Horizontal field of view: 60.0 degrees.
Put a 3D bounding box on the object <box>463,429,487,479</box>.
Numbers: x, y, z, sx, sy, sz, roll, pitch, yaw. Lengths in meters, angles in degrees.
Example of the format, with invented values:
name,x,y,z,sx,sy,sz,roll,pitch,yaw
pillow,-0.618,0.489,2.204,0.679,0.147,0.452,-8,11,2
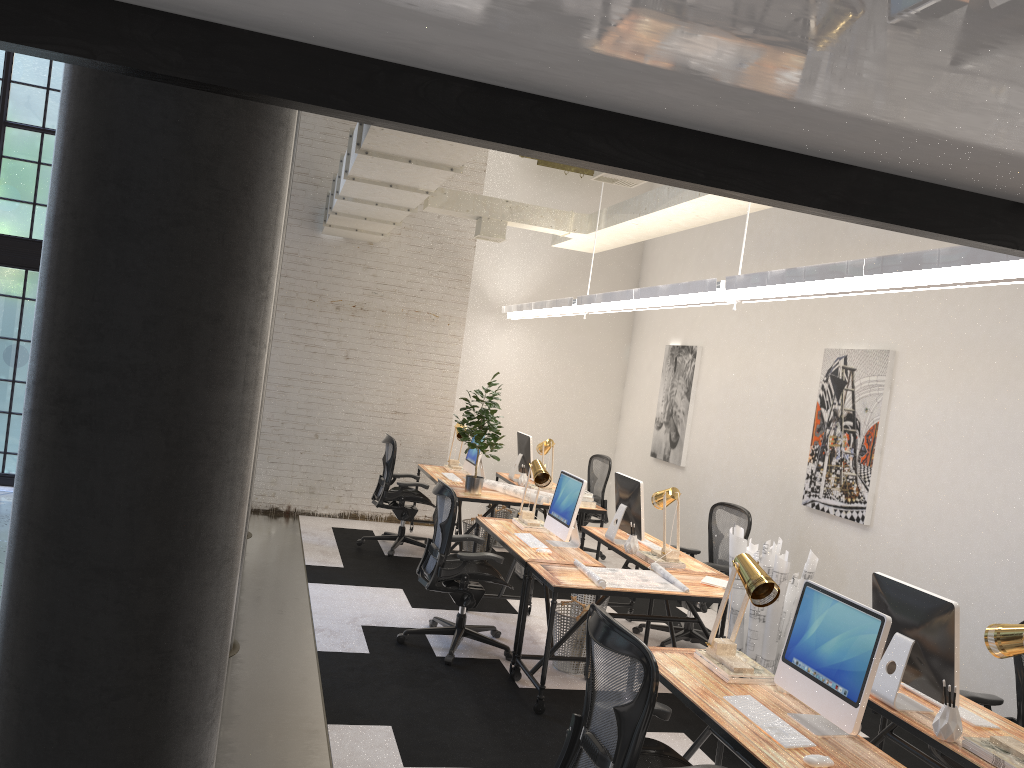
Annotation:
name,x,y,z,sx,sy,sz,roll,pitch,yaw
object,-0.336,0.691,8.577,0.190,0.485,0.483,7,1,-15

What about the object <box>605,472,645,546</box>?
name,x,y,z,sx,sy,sz,roll,pitch,yaw
object,0.815,0.906,6.391,0.190,0.485,0.483,7,1,-15

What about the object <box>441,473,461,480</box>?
name,x,y,z,sx,sy,sz,roll,pitch,yaw
object,-0.586,0.892,8.551,0.119,0.018,0.438,7,1,-15

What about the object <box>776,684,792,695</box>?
name,x,y,z,sx,sy,sz,roll,pitch,yaw
object,1.114,1.176,3.565,0.101,0.127,0.101,9,2,30

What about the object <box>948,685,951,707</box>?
name,x,y,z,sx,sy,sz,roll,pitch,yaw
object,1.609,1.207,3.260,0.054,0.207,0.008,7,2,-28

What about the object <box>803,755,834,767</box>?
name,x,y,z,sx,sy,sz,roll,pitch,yaw
object,0.996,1.219,2.873,0.106,0.029,0.059,7,1,-14

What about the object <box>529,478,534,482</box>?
name,x,y,z,sx,sy,sz,roll,pitch,yaw
object,0.290,1.004,9.011,0.119,0.018,0.438,7,1,-15

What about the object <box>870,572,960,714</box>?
name,x,y,z,sx,sy,sz,roll,pitch,yaw
object,1.606,1.061,3.610,0.190,0.485,0.483,7,1,-15

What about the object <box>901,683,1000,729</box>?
name,x,y,z,sx,sy,sz,roll,pitch,yaw
object,1.794,1.322,3.652,0.119,0.018,0.438,7,1,-15

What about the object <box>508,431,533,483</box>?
name,x,y,z,sx,sy,sz,roll,pitch,yaw
object,0.102,0.744,8.969,0.190,0.485,0.483,7,1,-15

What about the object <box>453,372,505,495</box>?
name,x,y,z,sx,sy,sz,roll,pitch,yaw
object,-0.287,0.414,7.674,0.439,1.078,0.513,7,2,-25

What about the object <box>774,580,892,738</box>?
name,x,y,z,sx,sy,sz,roll,pitch,yaw
object,1.168,1.008,3.218,0.190,0.485,0.483,7,1,-15

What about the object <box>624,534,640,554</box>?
name,x,y,z,sx,sy,sz,roll,pitch,yaw
object,0.821,1.094,6.055,0.101,0.127,0.101,9,2,30

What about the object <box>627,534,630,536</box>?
name,x,y,z,sx,sy,sz,roll,pitch,yaw
object,0.926,1.144,6.750,0.106,0.029,0.059,7,1,-14

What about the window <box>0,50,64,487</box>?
name,x,y,z,sx,sy,sz,roll,pitch,yaw
window,-5.217,-1.538,8.851,2.492,5.182,0.137,7,2,-15

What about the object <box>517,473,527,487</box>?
name,x,y,z,sx,sy,sz,roll,pitch,yaw
object,0.108,0.931,8.633,0.101,0.127,0.101,9,2,30

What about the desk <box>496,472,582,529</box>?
name,x,y,z,sx,sy,sz,roll,pitch,yaw
desk,0.208,1.369,8.901,0.529,0.725,1.399,7,1,-15

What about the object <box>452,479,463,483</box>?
name,x,y,z,sx,sy,sz,roll,pitch,yaw
object,-0.508,0.902,8.232,0.106,0.029,0.059,7,1,-14

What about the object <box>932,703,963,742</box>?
name,x,y,z,sx,sy,sz,roll,pitch,yaw
object,1.611,1.249,3.274,0.101,0.127,0.101,9,2,30

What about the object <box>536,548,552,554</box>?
name,x,y,z,sx,sy,sz,roll,pitch,yaw
object,0.205,1.064,5.654,0.106,0.029,0.059,7,1,-14

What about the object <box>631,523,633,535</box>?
name,x,y,z,sx,sy,sz,roll,pitch,yaw
object,0.818,1.052,6.041,0.054,0.207,0.008,7,2,-28

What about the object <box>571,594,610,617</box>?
name,x,y,z,sx,sy,sz,roll,pitch,yaw
object,0.591,1.627,6.720,0.353,0.435,0.358,7,2,-19

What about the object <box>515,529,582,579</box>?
name,x,y,z,sx,sy,sz,roll,pitch,yaw
object,0.339,1.541,8.097,0.544,0.455,0.221,7,2,-15

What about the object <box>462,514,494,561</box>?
name,x,y,z,sx,sy,sz,roll,pitch,yaw
object,-0.313,1.456,8.296,0.353,0.435,0.358,7,2,-19

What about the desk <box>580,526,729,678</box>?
name,x,y,z,sx,sy,sz,roll,pitch,yaw
desk,0.921,1.532,6.323,0.529,0.725,1.399,7,1,-15

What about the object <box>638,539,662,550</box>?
name,x,y,z,sx,sy,sz,roll,pitch,yaw
object,1.003,1.167,6.432,0.119,0.018,0.438,7,1,-15

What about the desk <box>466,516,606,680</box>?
name,x,y,z,sx,sy,sz,roll,pitch,yaw
desk,0.109,1.425,6.105,0.529,0.725,1.399,7,1,-15

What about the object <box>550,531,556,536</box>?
name,x,y,z,sx,sy,sz,roll,pitch,yaw
object,0.323,1.021,6.346,0.101,0.127,0.101,9,2,30

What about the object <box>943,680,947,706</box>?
name,x,y,z,sx,sy,sz,roll,pitch,yaw
object,1.607,1.205,3.284,0.008,0.207,0.054,7,2,-32

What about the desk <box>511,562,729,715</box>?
name,x,y,z,sx,sy,sz,roll,pitch,yaw
desk,0.771,1.529,5.279,1.401,0.725,0.529,7,2,-15

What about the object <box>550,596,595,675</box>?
name,x,y,z,sx,sy,sz,roll,pitch,yaw
object,0.400,1.619,5.718,0.353,0.435,0.358,7,2,-19

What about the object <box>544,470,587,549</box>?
name,x,y,z,sx,sy,sz,roll,pitch,yaw
object,0.377,0.853,5.999,0.190,0.485,0.483,7,1,-15

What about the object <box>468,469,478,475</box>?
name,x,y,z,sx,sy,sz,roll,pitch,yaw
object,-0.389,0.858,8.924,0.101,0.127,0.101,9,2,30

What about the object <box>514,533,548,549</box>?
name,x,y,z,sx,sy,sz,roll,pitch,yaw
object,0.126,1.055,5.972,0.119,0.018,0.438,7,1,-15

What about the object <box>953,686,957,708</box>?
name,x,y,z,sx,sy,sz,roll,pitch,yaw
object,1.622,1.208,3.260,0.008,0.207,0.054,9,2,40

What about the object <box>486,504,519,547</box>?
name,x,y,z,sx,sy,sz,roll,pitch,yaw
object,-0.122,1.465,9.299,0.353,0.435,0.358,7,2,-19

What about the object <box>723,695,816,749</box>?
name,x,y,z,sx,sy,sz,roll,pitch,yaw
object,0.917,1.210,3.191,0.119,0.018,0.438,7,1,-15

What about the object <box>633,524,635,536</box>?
name,x,y,z,sx,sy,sz,roll,pitch,yaw
object,0.831,1.053,6.040,0.008,0.207,0.054,9,2,40
